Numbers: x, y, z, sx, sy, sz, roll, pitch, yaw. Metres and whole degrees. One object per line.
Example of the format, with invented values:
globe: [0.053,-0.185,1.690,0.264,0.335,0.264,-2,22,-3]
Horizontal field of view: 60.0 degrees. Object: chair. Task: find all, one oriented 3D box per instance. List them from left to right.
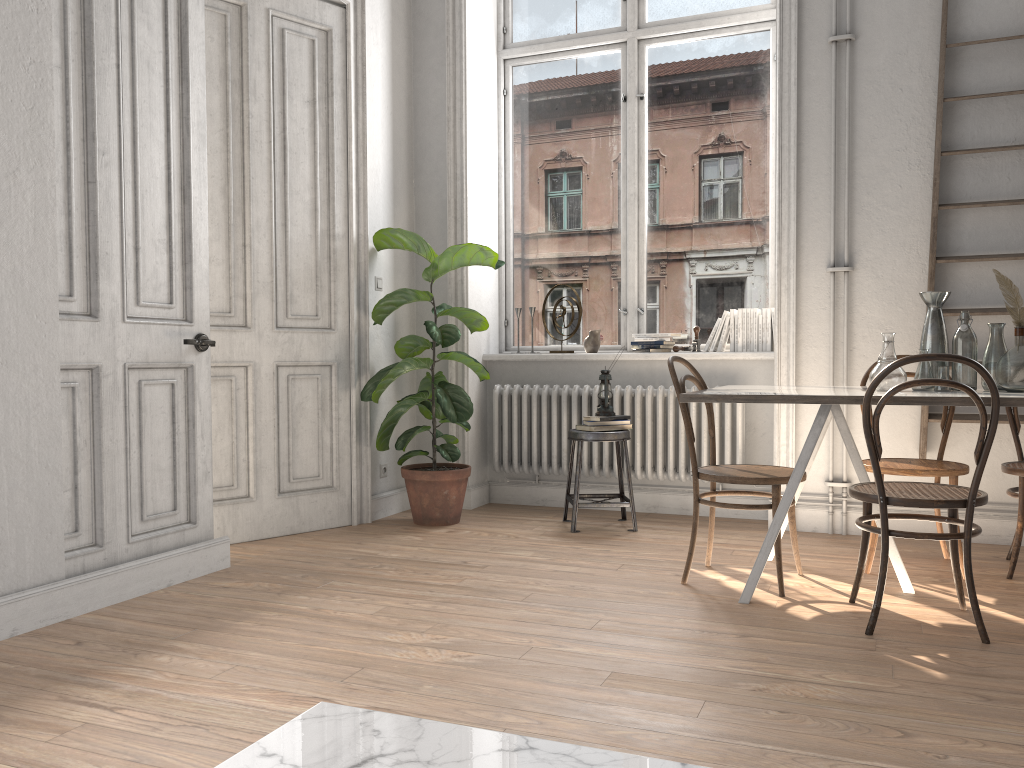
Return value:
chair: [0.474,0.510,4.812,0.364,0.523,0.360,0,2,-4]
chair: [0.920,0.343,3.636,0.549,0.921,0.437,1,2,31]
chair: [1.742,0.332,3.868,0.438,0.921,0.549,0,2,21]
chair: [1.376,0.358,3.003,0.438,0.921,0.549,0,2,18]
chair: [2.302,0.333,3.722,0.438,0.921,0.549,1,2,30]

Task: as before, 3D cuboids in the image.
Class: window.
window: [0.750,-1.660,5.440,1.622,2.844,0.013,1,2,23]

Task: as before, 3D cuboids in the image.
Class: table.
table: [-0.056,0.687,0.786,0.849,0.392,0.849,0,2,23]
table: [1.830,0.417,3.286,2.200,0.780,1.100,0,2,23]

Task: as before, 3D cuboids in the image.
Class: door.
door: [-1.549,-0.587,3.342,0.216,2.815,1.096,1,2,24]
door: [-1.257,-0.619,4.479,1.097,2.815,0.216,-2,3,-43]

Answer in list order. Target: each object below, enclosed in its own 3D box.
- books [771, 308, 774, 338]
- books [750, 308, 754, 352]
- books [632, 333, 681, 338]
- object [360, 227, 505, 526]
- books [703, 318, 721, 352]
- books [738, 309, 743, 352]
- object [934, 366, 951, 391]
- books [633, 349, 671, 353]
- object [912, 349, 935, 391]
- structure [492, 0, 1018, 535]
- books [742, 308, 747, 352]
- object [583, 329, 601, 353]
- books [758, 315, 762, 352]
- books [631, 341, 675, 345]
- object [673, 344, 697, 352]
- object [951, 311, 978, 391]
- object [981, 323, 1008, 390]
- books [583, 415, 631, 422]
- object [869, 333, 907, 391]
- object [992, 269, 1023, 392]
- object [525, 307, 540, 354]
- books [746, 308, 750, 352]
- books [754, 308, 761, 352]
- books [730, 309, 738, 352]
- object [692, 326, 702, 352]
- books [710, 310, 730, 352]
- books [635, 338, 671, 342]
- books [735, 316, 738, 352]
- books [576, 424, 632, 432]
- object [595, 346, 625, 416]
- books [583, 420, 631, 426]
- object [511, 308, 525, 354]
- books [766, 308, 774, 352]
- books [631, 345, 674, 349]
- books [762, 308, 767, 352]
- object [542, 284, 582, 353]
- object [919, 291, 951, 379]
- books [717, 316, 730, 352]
books: [1.491,-0.304,5.006,0.040,0.244,0.174,1,2,23]
books: [1.386,-0.306,5.073,0.024,0.243,0.175,1,2,23]
books: [0.860,-0.288,5.261,0.243,0.019,0.174,1,2,33]
object: [1.821,-0.127,3.732,5.827,1.843,0.792,1,2,28]
books: [1.173,-0.284,5.143,0.105,0.194,0.155,0,2,22]
books: [1.316,-0.305,5.069,0.024,0.243,0.175,1,2,23]
object: [1.606,-0.020,3.306,0.058,0.094,0.058,-2,2,-39]
books: [0.832,-0.197,5.272,0.147,0.023,0.221,-1,2,-19]
object: [1.586,-0.054,3.415,0.083,0.158,0.083,0,2,18]
structure: [2.245,-1.462,4.386,5.181,4.475,0.340,0,2,23]
books: [1.339,-0.305,5.069,0.019,0.244,0.174,1,2,23]
object: [0.487,-0.259,5.393,0.100,0.142,0.102,0,2,-3]
books: [1.418,-0.286,5.038,0.020,0.205,0.155,1,2,23]
books: [0.837,-0.242,5.263,0.221,0.023,0.147,1,2,38]
object: [1.007,-0.210,5.200,0.153,0.048,0.088,-1,2,-28]
object: [1.715,-0.126,3.360,0.086,0.301,0.086,0,2,8]
object: [1.848,-0.104,3.384,0.098,0.255,0.100,0,2,-1]
books: [0.515,0.186,4.823,0.221,0.027,0.147,-1,2,-35]
object: [1.419,-0.083,3.346,0.132,0.219,0.132,0,2,12]
object: [1.839,-0.194,3.210,0.156,0.446,0.157,1,3,40]
object: [0.127,-0.333,5.521,0.095,0.289,0.095,-2,3,-45]
books: [1.364,-0.306,5.077,0.019,0.244,0.174,1,2,23]
books: [1.397,-0.305,5.045,0.019,0.244,0.174,1,2,23]
books: [1.283,-0.306,5.116,0.024,0.243,0.175,1,2,23]
object: [1.065,-0.259,5.114,0.048,0.153,0.088,-1,2,-7]
books: [1.207,-0.303,5.124,0.100,0.235,0.174,1,2,23]
books: [0.835,-0.262,5.251,0.205,0.020,0.155,0,2,13]
books: [1.299,-0.287,5.087,0.020,0.205,0.155,1,2,23]
books: [0.501,0.234,4.826,0.246,0.034,0.194,-1,2,-27]
object: [0.535,-0.018,4.838,0.163,0.383,0.154,0,2,-4]
books: [0.513,0.208,4.823,0.232,0.029,0.162,0,2,-7]
object: [0.041,-0.336,5.619,0.095,0.289,0.095,-2,2,-36]
books: [1.463,-0.304,5.020,0.024,0.243,0.175,1,2,23]
books: [0.836,-0.220,5.266,0.205,0.022,0.155,1,2,43]
books: [1.447,-0.305,5.048,0.024,0.243,0.175,1,2,23]
object: [0.310,-0.401,5.465,0.087,0.425,0.347,-2,2,-35]
object: [1.667,-0.170,3.500,0.116,0.383,0.116,1,2,34]
books: [1.231,-0.286,5.116,0.072,0.203,0.155,1,2,23]
